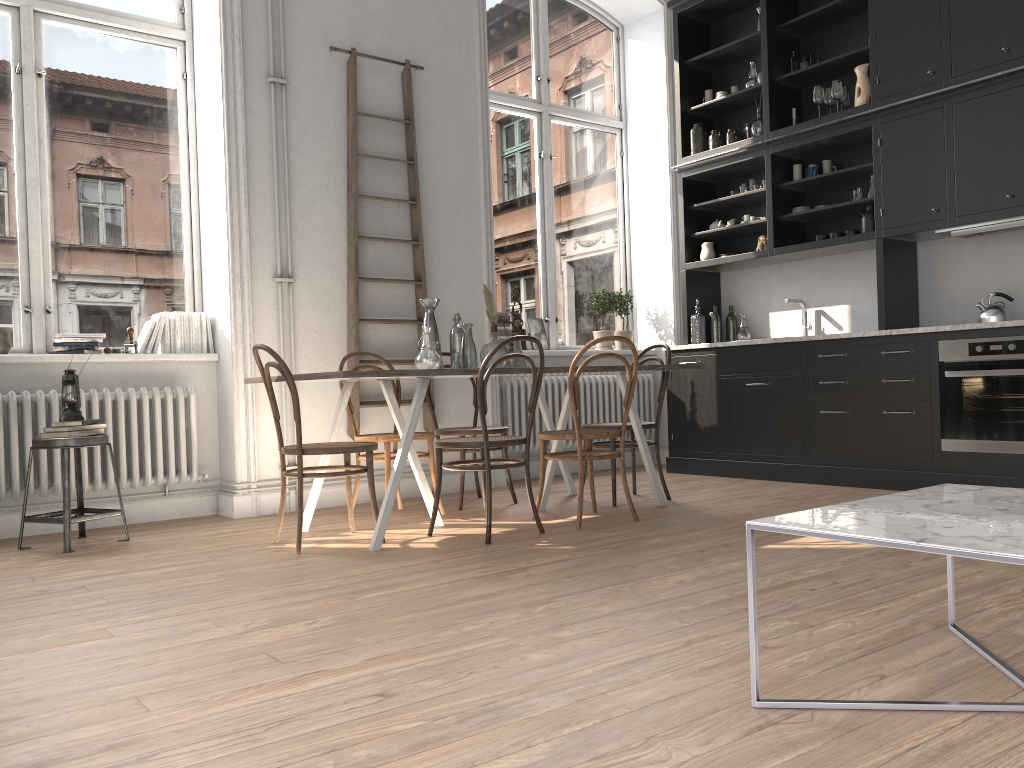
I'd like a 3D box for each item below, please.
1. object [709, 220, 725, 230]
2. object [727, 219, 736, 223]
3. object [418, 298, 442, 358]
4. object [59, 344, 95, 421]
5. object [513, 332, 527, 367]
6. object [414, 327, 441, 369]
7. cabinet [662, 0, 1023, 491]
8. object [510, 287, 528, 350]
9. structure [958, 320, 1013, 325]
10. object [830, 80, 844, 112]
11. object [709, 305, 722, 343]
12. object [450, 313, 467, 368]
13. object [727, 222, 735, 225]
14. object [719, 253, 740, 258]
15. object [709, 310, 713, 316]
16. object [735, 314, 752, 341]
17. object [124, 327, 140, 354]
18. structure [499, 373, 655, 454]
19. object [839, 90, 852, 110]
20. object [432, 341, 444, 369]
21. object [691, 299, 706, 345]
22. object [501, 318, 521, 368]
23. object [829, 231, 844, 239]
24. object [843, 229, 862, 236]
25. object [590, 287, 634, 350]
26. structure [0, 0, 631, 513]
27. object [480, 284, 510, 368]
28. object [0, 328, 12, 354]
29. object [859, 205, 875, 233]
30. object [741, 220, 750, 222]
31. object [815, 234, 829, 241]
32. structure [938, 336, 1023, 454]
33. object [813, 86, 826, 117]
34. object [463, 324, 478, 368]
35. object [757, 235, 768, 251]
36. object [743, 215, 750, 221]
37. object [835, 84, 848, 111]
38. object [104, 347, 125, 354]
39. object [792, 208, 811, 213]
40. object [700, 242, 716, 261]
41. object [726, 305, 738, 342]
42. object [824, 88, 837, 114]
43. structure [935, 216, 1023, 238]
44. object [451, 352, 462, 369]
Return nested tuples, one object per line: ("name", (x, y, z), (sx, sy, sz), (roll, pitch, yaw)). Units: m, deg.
("object", (1.563, -1.201, 6.761), (0.125, 0.100, 0.140), (-2, 0, 34))
("object", (1.636, -1.208, 6.618), (0.055, 0.047, 0.058), (-2, 0, -22))
("object", (-0.429, -0.252, 4.662), (0.116, 0.383, 0.116), (-2, 0, -26))
("object", (-2.144, -0.012, 4.357), (0.154, 0.383, 0.163), (-2, 0, 26))
("object", (0.031, -0.182, 4.952), (0.101, 0.212, 0.101), (-2, 0, 2))
("object", (-0.416, -0.171, 4.369), (0.132, 0.219, 0.132), (-2, 0, 42))
("cabinet", (2.314, -1.163, 5.555), (0.635, 3.583, 3.251), (-2, 0, -37))
("object", (0.039, -0.491, 6.680), (0.122, 0.488, 0.102), (-2, 0, -13))
("structure", (2.817, -0.342, 4.933), (0.427, 0.011, 0.592), (-2, 0, -37))
("object", (2.115, -1.856, 5.764), (0.083, 0.221, 0.083), (-2, 0, 9))
("object", (1.541, -0.445, 6.724), (0.086, 0.301, 0.086), (-2, 0, 39))
("object", (-0.282, -0.217, 4.633), (0.086, 0.301, 0.086), (-2, 0, 39))
("object", (1.636, -1.189, 6.619), (0.056, 0.033, 0.058), (-2, 0, 28))
("object", (1.638, -0.945, 6.634), (0.180, 0.037, 0.180), (-2, 0, 38))
("object", (1.569, -0.447, 6.844), (0.086, 0.301, 0.086), (-2, 0, -23))
("object", (1.745, -0.414, 6.685), (0.132, 0.219, 0.120), (-2, 0, -37))
("object", (-2.130, -0.242, 4.958), (0.088, 0.153, 0.048), (-2, 0, 23))
("structure", (0.501, 0.210, 6.814), (1.577, 0.552, 0.194), (-2, 0, -37))
("object", (2.245, -1.860, 5.968), (0.083, 0.221, 0.083), (-2, 0, -6))
("object", (-0.390, -0.141, 4.548), (0.083, 0.158, 0.083), (-2, 0, -41))
("object", (1.406, -0.467, 6.703), (0.109, 0.349, 0.109), (-2, 0, 34))
("object", (-0.005, -0.216, 4.830), (0.107, 0.283, 0.107), (-2, 0, -42))
("object", (2.132, -0.975, 5.825), (0.104, 0.059, 0.088), (-2, 0, 31))
("object", (2.210, -0.977, 5.758), (0.104, 0.059, 0.088), (-2, 0, -29))
("object", (0.821, -0.534, 7.278), (0.234, 0.524, 0.500), (-2, 0, 42))
("structure", (-0.982, -1.497, 5.628), (5.181, 4.474, 0.340), (-2, 0, -37))
("object", (-0.094, -0.295, 4.665), (0.156, 0.446, 0.157), (-2, 0, -19))
("object", (-2.661, -0.220, 4.599), (0.102, 0.142, 0.100), (-2, 0, 27))
("object", (2.303, -1.047, 5.670), (0.124, 0.192, 0.129), (-2, 0, -9))
("object", (1.722, -1.184, 6.492), (0.085, 0.016, 0.085), (-2, 0, 3))
("object", (2.071, -0.973, 5.919), (0.104, 0.059, 0.088), (-2, 0, 41))
("structure", (2.825, 0.053, 4.931), (0.618, 0.623, 0.622), (-2, 0, -37))
("object", (2.034, -1.853, 5.867), (0.083, 0.221, 0.083), (-2, 0, -6))
("object", (-0.235, -0.195, 4.759), (0.100, 0.255, 0.098), (-2, 0, 30))
("object", (1.782, -0.994, 6.300), (0.069, 0.123, 0.173), (-2, 0, -5))
("object", (1.719, -1.209, 6.496), (0.039, 0.055, 0.049), (-2, 0, -17))
("object", (2.176, -1.858, 5.850), (0.083, 0.221, 0.083), (-2, 0, -38))
("object", (-2.230, -0.187, 4.951), (0.088, 0.048, 0.153), (-2, 0, 3))
("object", (-0.549, -0.198, 4.912), (5.826, 1.842, 0.792), (-2, 0, -32))
("object", (1.485, -0.994, 6.717), (0.115, 0.144, 0.127), (-2, 0, 32))
("object", (1.684, -0.450, 6.798), (0.086, 0.301, 0.086), (-2, 0, 9))
("object", (2.126, -1.856, 5.916), (0.083, 0.221, 0.083), (-2, 0, 45))
("structure", (2.897, -0.928, 5.012), (0.379, 0.123, 0.844), (-2, 0, -37))
("object", (-0.283, -0.113, 4.510), (0.058, 0.094, 0.058), (-2, 0, -9))
